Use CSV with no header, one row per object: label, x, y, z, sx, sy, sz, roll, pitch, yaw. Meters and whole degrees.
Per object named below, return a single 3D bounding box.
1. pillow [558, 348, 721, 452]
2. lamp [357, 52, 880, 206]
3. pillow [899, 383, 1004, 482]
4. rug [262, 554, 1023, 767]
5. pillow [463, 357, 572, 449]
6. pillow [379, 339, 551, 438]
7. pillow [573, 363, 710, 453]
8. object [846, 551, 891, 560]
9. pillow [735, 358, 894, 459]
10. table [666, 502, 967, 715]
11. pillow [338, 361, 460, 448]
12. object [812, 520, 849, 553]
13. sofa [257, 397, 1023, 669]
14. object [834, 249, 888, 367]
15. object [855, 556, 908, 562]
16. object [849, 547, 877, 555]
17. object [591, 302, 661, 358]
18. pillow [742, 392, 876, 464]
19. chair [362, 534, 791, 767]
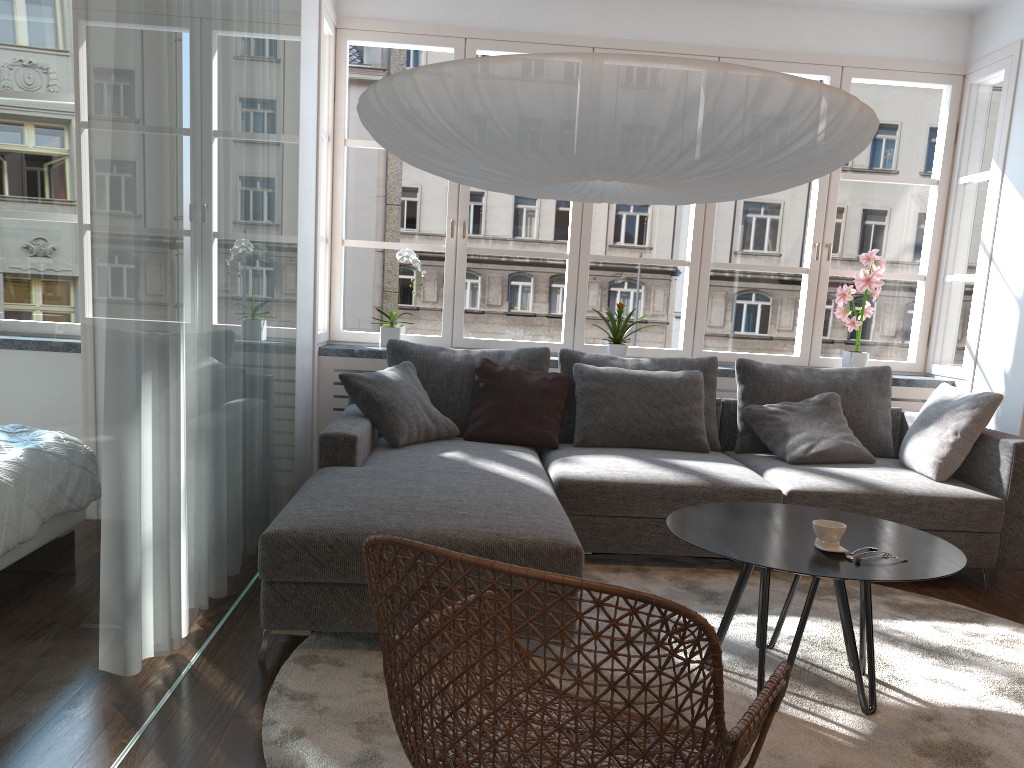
pillow,0.640,0.081,4.481,0.839,0.480,0.273,3,9,-3
lamp,0.285,-0.673,2.617,1.463,0.212,1.462,7,7,33
pillow,1.979,0.215,4.102,0.286,0.419,0.489,3,7,-4
rug,0.738,0.921,2.621,2.837,0.012,2.809,1,6,-23
pillow,0.033,0.091,4.283,0.521,0.408,0.307,3,8,-2
pillow,-0.228,0.038,4.418,0.836,0.483,0.272,3,9,-3
pillow,0.631,0.120,4.344,0.667,0.402,0.289,3,8,-4
object,0.985,0.470,2.438,0.163,0.016,0.025,0,7,-28
pillow,1.551,0.131,4.526,0.836,0.482,0.272,3,9,-3
table,0.875,0.687,2.684,0.847,0.478,0.838,3,7,-1
pillow,-0.515,0.089,4.110,0.344,0.363,0.513,9,9,36
object,0.894,0.432,2.489,0.091,0.070,0.138,4,6,9
sofa,0.719,0.483,3.676,3.068,0.679,2.019,3,6,-3
object,1.932,-0.401,4.928,0.201,0.699,0.294,-1,10,-24
object,1.006,0.475,2.401,0.168,0.015,0.014,2,8,-16
object,0.991,0.467,2.495,0.124,0.010,0.025,-1,7,-37
object,0.615,-0.287,4.868,0.376,0.332,0.319,-1,9,-28
pillow,1.440,0.207,4.292,0.492,0.325,0.439,1,7,-22
chair,0.119,0.607,1.714,0.715,0.717,0.681,7,9,29
